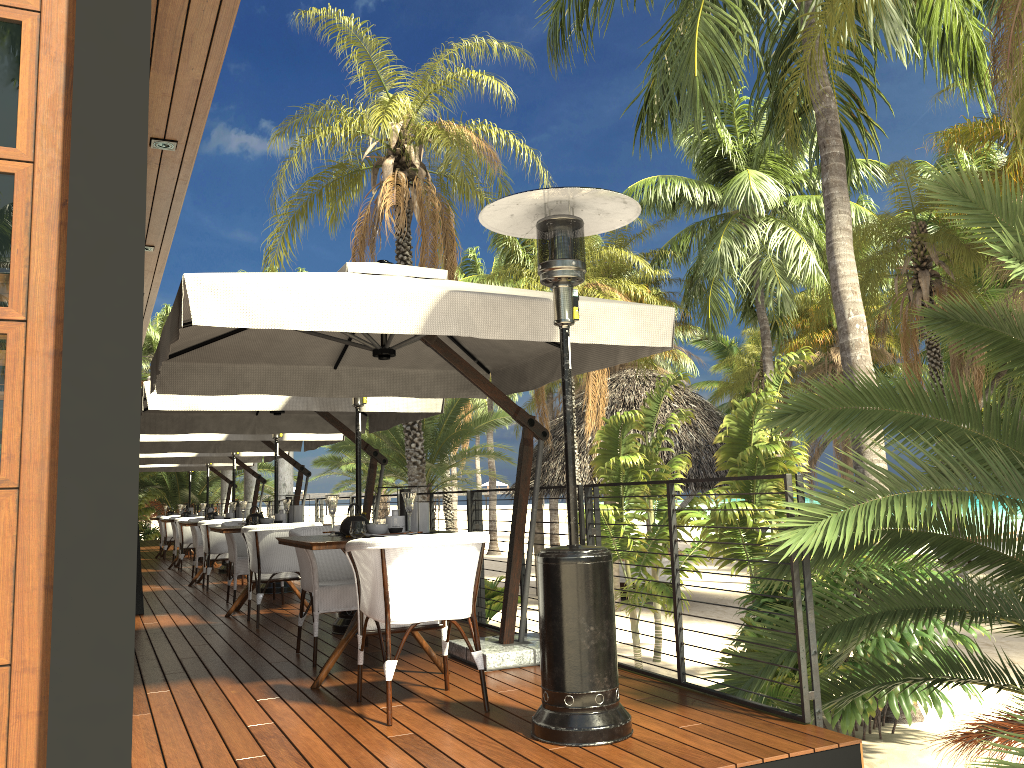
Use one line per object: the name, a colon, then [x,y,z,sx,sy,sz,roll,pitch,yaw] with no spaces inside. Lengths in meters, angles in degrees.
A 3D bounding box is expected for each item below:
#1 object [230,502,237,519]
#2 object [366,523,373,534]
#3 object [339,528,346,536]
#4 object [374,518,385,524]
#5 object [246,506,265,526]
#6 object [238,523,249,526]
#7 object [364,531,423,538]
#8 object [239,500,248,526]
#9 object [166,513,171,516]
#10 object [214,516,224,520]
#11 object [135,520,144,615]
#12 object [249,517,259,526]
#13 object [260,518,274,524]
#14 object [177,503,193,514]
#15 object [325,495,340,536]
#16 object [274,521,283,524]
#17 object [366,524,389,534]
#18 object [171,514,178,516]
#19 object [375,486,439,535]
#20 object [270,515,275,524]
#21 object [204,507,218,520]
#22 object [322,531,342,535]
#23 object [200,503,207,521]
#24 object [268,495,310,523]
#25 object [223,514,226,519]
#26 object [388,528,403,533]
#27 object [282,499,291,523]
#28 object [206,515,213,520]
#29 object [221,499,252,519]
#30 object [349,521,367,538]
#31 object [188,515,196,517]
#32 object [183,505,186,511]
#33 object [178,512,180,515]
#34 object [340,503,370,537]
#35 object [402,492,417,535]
object: [-3.399,1.554,10.820,0.082,0.227,0.082,2,-9,-24]
object: [-0.847,0.825,5.046,0.116,0.065,0.115,1,-8,-21]
object: [-0.935,0.834,5.002,0.080,0.042,0.080,-7,-9,33]
object: [-0.756,0.820,5.112,0.086,0.086,0.086,1,-8,-20]
object: [-2.289,1.177,7.913,0.168,0.179,0.162,2,-9,-27]
object: [-2.388,1.298,8.219,0.294,0.025,0.170,1,-8,-25]
object: [-0.602,0.777,4.570,0.294,0.025,0.170,1,-8,-25]
object: [-2.451,1.177,8.083,0.082,0.227,0.082,2,-9,-24]
object: [-6.507,2.486,16.796,0.086,0.086,0.086,2,-8,-25]
object: [-3.564,1.639,10.778,0.116,0.065,0.116,2,-8,-26]
object: [-3.875,1.402,8.121,0.768,1.401,0.770,5,-10,-40]
object: [-2.238,1.195,7.690,0.086,0.086,0.086,1,-8,-20]
object: [-2.144,1.210,7.750,0.116,0.065,0.115,1,-8,-21]
object: [-6.289,2.434,17.151,0.263,0.264,0.263,-5,-8,20]
object: [-1.018,0.744,5.027,0.082,0.227,0.082,2,-9,-24]
object: [-2.054,1.224,7.791,0.080,0.042,0.080,3,-9,-33]
object: [-0.712,0.776,4.693,0.116,0.065,0.115,1,-8,-21]
object: [-6.413,2.501,16.856,0.116,0.065,0.116,5,-10,-43]
object: [-0.587,0.709,4.988,0.263,0.264,0.263,-5,-8,20]
object: [-2.189,1.253,8.168,0.086,0.086,0.086,1,-8,-20]
object: [-3.712,1.607,10.942,0.163,0.179,0.167,1,-8,-23]
object: [-0.955,0.864,5.163,0.294,0.025,0.170,1,-8,-25]
object: [-3.871,1.607,11.112,0.082,0.227,0.082,4,-10,-36]
object: [-2.020,1.143,8.044,0.263,0.264,0.263,-5,-8,20]
object: [-3.608,1.682,11.196,0.086,0.086,0.086,1,-8,-20]
object: [-0.621,0.790,4.735,0.080,0.042,0.080,3,-9,-33]
object: [-1.980,1.125,7.792,0.082,0.227,0.082,2,-9,-24]
object: [-3.658,1.624,10.718,0.086,0.086,0.086,1,-8,-20]
object: [-3.439,1.572,11.073,0.263,0.264,0.263,-5,-8,20]
object: [-0.805,0.761,4.633,0.086,0.086,0.086,1,-8,-20]
object: [-4.979,2.067,13.797,0.116,0.065,0.116,2,-8,-26]
object: [-6.249,2.416,16.898,0.082,0.227,0.082,2,-9,-24]
object: [-6.458,2.544,17.274,0.086,0.086,0.086,2,-8,-25]
object: [-0.856,0.744,4.856,0.168,0.179,0.162,2,-9,-27]
object: [-0.547,0.691,4.736,0.082,0.227,0.082,2,-9,-24]
